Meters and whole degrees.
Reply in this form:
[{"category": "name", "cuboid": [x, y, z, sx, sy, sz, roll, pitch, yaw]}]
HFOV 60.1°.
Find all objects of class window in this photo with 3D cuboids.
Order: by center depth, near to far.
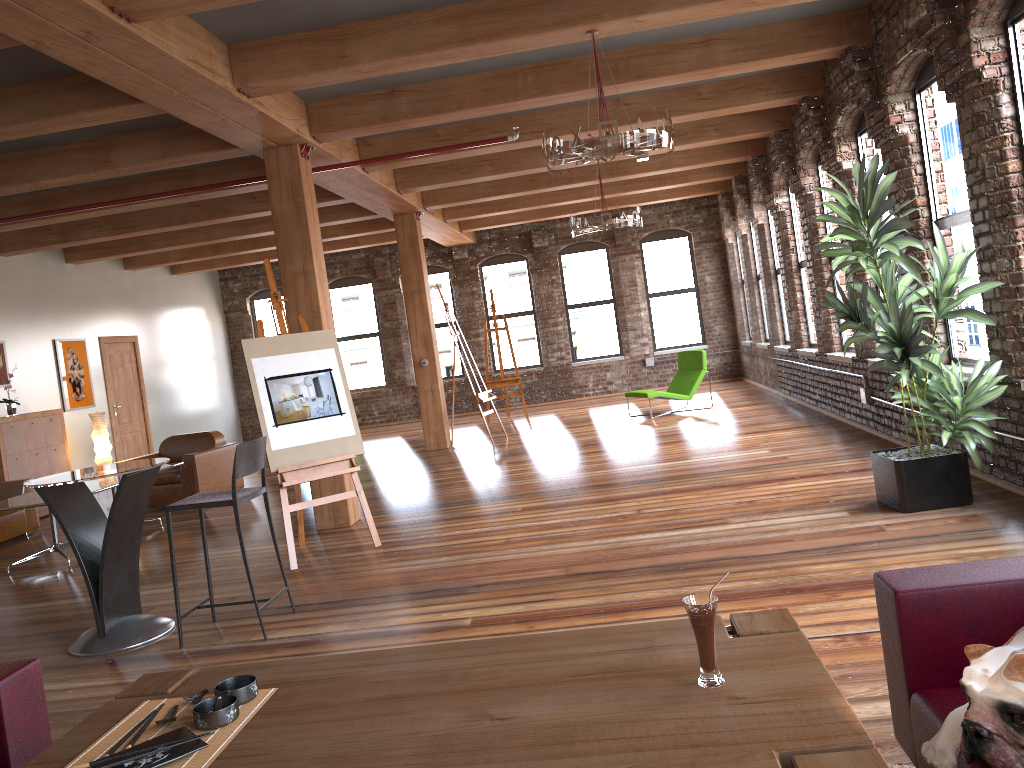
[{"category": "window", "cuboid": [2.802, -1.041, 4.523, 0.235, 2.214, 0.970, -8, 1, 6]}, {"category": "window", "cuboid": [2.954, -1.143, 5.982, 0.235, 2.214, 0.970, -8, 1, 6]}, {"category": "window", "cuboid": [3.104, -1.244, 7.441, 0.232, 2.214, 0.970, -8, 1, 6]}, {"category": "window", "cuboid": [3.258, -1.345, 8.900, 0.236, 2.214, 0.970, -8, 1, 6]}, {"category": "window", "cuboid": [3.407, -1.446, 10.360, 0.230, 2.214, 0.970, -8, 1, 6]}, {"category": "window", "cuboid": [3.560, -1.547, 11.815, 0.233, 2.214, 0.970, -8, 1, 6]}, {"category": "window", "cuboid": [3.711, -1.649, 13.275, 0.231, 2.214, 0.970, -8, 1, 6]}, {"category": "window", "cuboid": [3.866, -1.752, 14.761, 0.232, 2.214, 0.970, -8, 1, 6]}, {"category": "window", "cuboid": [2.889, -1.681, 15.979, 0.968, 2.217, 0.219, -8, 1, 6]}, {"category": "window", "cuboid": [1.425, -1.486, 16.136, 0.968, 2.217, 0.219, -8, 1, 6]}, {"category": "window", "cuboid": [-0.024, -1.289, 16.290, 0.968, 2.226, 0.221, -8, 1, 6]}, {"category": "window", "cuboid": [-1.468, -1.097, 16.445, 0.968, 2.226, 0.221, -8, 1, 6]}, {"category": "window", "cuboid": [-2.913, -0.937, 16.667, 0.968, 2.168, 0.086, -8, 1, 6]}, {"category": "window", "cuboid": [-4.383, -0.742, 16.825, 0.968, 2.168, 0.086, -8, 1, 6]}]

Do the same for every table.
[{"category": "table", "cuboid": [-0.165, 0.988, 1.911, 1.749, 0.549, 0.902, -8, 2, 6]}, {"category": "table", "cuboid": [-2.177, 0.927, 4.808, 0.720, 0.924, 0.724, -7, 2, 31]}, {"category": "table", "cuboid": [-3.700, 1.156, 7.701, 0.939, 0.560, 1.874, -8, 3, 6]}]

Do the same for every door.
[{"category": "door", "cuboid": [-5.693, 0.355, 13.004, 0.226, 2.119, 1.031, -8, 1, 6]}]

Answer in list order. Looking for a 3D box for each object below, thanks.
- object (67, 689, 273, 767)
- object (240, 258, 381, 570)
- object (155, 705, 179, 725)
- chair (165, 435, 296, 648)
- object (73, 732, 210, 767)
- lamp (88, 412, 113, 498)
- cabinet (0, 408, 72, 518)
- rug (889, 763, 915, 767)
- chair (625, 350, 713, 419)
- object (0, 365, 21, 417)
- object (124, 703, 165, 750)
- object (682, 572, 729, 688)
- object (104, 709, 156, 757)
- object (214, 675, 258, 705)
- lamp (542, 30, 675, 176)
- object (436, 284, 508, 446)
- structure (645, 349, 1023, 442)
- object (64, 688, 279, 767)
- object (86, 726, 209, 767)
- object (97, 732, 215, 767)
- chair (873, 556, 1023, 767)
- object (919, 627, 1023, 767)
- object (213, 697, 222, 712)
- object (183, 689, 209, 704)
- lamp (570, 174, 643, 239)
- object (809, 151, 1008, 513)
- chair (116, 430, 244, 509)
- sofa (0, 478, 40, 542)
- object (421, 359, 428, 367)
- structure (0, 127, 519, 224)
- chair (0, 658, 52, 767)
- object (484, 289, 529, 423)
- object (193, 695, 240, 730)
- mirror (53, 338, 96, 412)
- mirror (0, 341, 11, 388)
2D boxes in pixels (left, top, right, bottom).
[{"category": "object", "cuboid": [-0.775, 0.790, 1.974, 0.332, 0.003, 0.472, -8, 3, 6]}, {"category": "object", "cuboid": [-1.503, 0.131, 6.301, 0.704, 2.140, 0.683, -8, 1, -34]}, {"category": "object", "cuboid": [-0.800, 0.771, 2.077, 0.045, 0.030, 0.153, -8, 3, -9]}, {"category": "chair", "cuboid": [-1.496, 0.806, 4.645, 0.466, 0.981, 0.430, -8, 1, 6]}, {"category": "object", "cuboid": [-0.780, 0.774, 1.873, 0.271, 0.008, 0.007, -9, 2, -20]}, {"category": "lamp", "cuboid": [-5.126, 0.890, 11.145, 0.271, 1.113, 0.260, -8, 1, -39]}, {"category": "cabinet", "cuboid": [-5.638, 0.960, 10.223, 0.418, 1.208, 1.188, -8, 2, 6]}, {"category": "rug", "cuboid": [-0.174, 1.264, 1.911, 2.460, 0.009, 1.346, -8, 3, 6]}, {"category": "chair", "cuboid": [2.089, -0.002, 11.999, 0.958, 0.796, 0.679, -9, 2, -19]}, {"category": "object", "cuboid": [-5.779, 0.076, 10.107, 0.370, 0.589, 0.298, -8, 1, 1]}, {"category": "object", "cuboid": [-0.848, 0.792, 2.049, 0.007, 0.008, 0.270, -8, 3, -4]}, {"category": "object", "cuboid": [0.413, 0.516, 1.862, 0.094, 0.232, 0.076, -7, 1, 39]}, {"category": "object", "cuboid": [-0.870, 0.797, 2.015, 0.007, 0.008, 0.270, -8, 3, 2]}, {"category": "object", "cuboid": [-0.665, 0.743, 2.138, 0.098, 0.043, 0.099, -6, 3, 32]}, {"category": "lamp", "cuboid": [0.553, -1.775, 5.472, 0.812, 0.814, 0.807, -9, 2, -41]}, {"category": "object", "cuboid": [-0.616, -0.281, 11.554, 0.684, 2.140, 0.663, -8, 1, 16]}, {"category": "structure", "cuboid": [3.316, -0.052, 9.122, 1.633, 0.313, 13.723, -8, 3, 0]}, {"category": "object", "cuboid": [-0.773, 0.790, 1.974, 0.352, 0.001, 0.470, -8, 3, 6]}, {"category": "object", "cuboid": [-0.765, 0.785, 1.857, 0.213, 0.018, 0.153, -10, 4, -39]}, {"category": "object", "cuboid": [-0.761, 0.772, 1.852, 0.271, 0.008, 0.007, -10, 2, -28]}, {"category": "chair", "cuboid": [1.349, 0.762, 1.743, 0.865, 0.592, 1.073, -8, 3, 6]}, {"category": "object", "cuboid": [1.210, 0.599, 1.818, 0.756, 0.296, 0.364, -9, 2, -22]}, {"category": "object", "cuboid": [-0.663, 0.723, 1.995, 0.045, 0.079, 0.137, -9, 2, -28]}, {"category": "object", "cuboid": [-0.771, 0.767, 2.165, 0.059, 0.021, 0.018, -10, 3, -42]}, {"category": "lamp", "cuboid": [1.003, -2.075, 9.795, 0.807, 0.814, 0.812, -6, 2, 42]}, {"category": "object", "cuboid": [2.381, -0.334, 5.326, 0.965, 2.102, 1.083, -8, 1, 19]}, {"category": "chair", "cuboid": [-3.680, 0.952, 9.775, 1.062, 0.735, 0.833, -7, 2, 16]}, {"category": "sofa", "cuboid": [-5.468, 1.299, 7.991, 0.950, 0.734, 2.417, -8, 3, 6]}, {"category": "object", "cuboid": [-1.129, -0.271, 11.415, 0.095, 0.095, 0.061, -8, 1, 6]}, {"category": "structure", "cuboid": [-3.288, -1.734, 8.052, 6.803, 0.112, 0.051, -8, 1, 6]}, {"category": "chair", "cuboid": [-1.816, 1.182, 2.107, 0.865, 0.592, 1.073, -8, 3, 6]}, {"category": "object", "cuboid": [-0.203, -0.493, 14.379, 0.662, 2.140, 0.685, -8, 1, 1]}, {"category": "object", "cuboid": [-0.674, 0.751, 2.021, 0.098, 0.043, 0.099, -5, 4, 44]}, {"category": "mirror", "cuboid": [-5.815, -0.131, 11.795, 0.025, 0.952, 0.695, -8, 1, 6]}, {"category": "mirror", "cuboid": [-6.014, -0.216, 10.145, 0.025, 0.548, 0.695, -8, 2, 6]}]
